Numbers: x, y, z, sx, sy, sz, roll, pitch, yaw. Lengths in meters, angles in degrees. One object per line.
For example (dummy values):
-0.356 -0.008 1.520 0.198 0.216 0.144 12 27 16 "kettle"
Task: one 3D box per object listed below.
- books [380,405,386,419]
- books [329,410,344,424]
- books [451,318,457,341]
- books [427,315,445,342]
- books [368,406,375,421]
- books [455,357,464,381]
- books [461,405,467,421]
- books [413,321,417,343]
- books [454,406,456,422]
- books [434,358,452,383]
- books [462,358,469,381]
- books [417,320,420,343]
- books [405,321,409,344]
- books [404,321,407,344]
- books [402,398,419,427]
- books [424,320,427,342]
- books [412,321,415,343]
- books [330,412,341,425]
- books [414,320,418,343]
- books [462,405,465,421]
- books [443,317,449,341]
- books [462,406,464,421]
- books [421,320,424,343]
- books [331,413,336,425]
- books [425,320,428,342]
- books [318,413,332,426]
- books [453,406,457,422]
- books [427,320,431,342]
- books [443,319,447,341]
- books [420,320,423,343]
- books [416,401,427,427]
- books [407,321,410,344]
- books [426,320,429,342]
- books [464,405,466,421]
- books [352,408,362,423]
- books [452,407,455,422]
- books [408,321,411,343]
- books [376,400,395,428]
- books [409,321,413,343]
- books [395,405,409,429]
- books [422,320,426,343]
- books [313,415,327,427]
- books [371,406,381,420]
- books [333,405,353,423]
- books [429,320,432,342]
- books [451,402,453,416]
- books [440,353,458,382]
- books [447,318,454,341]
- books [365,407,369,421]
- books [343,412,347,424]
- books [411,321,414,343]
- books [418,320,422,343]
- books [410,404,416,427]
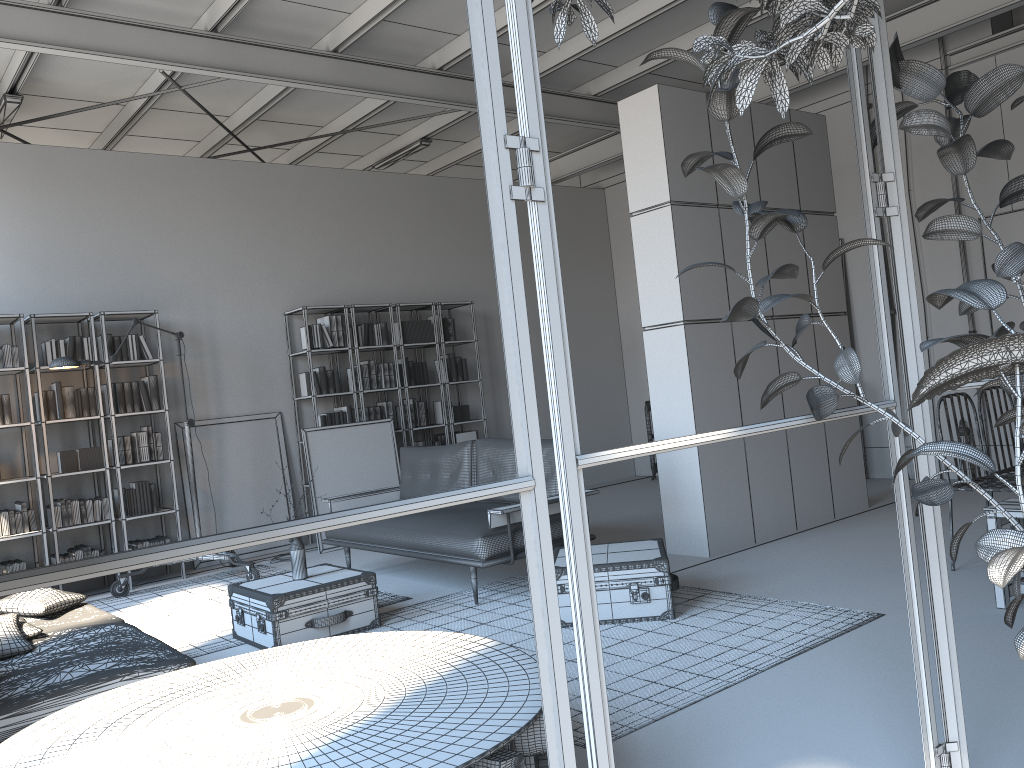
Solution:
-1.345 0.353 8.970 0.084 0.267 0.193 -6 -1 -39 "books"
-1.699 0.389 8.626 0.189 0.258 0.027 -7 -1 42 "books"
-0.665 -0.569 9.461 0.029 0.243 0.168 -6 -1 -43 "books"
-0.810 -0.577 9.368 0.048 0.299 0.243 -6 -1 -38 "books"
-1.446 0.362 8.878 0.062 0.265 0.193 -6 -1 -38 "books"
-0.612 -0.150 9.472 0.091 0.266 0.195 -6 -1 -38 "books"
-0.533 0.317 9.526 0.012 0.177 0.134 -6 -1 -38 "books"
-1.045 -0.524 9.110 0.016 0.240 0.182 -6 -1 -38 "books"
-0.642 0.329 9.441 0.012 0.177 0.134 -6 -1 -38 "books"
-0.727 -0.137 9.353 0.084 0.268 0.195 -6 -1 -37 "books"
-0.545 -0.146 9.520 0.057 0.244 0.180 -6 -1 -38 "books"
-1.008 -0.528 9.139 0.016 0.240 0.182 -6 -1 -38 "books"
-1.118 -0.517 9.051 0.016 0.240 0.182 -6 -1 -38 "books"
-1.131 -0.516 9.042 0.016 0.240 0.182 -6 -1 -38 "books"
-1.058 0.302 9.217 0.038 0.303 0.222 -6 -1 -38 "books"
-0.947 -0.534 9.188 0.016 0.240 0.182 -6 -1 -38 "books"
-1.057 -0.523 9.100 0.016 0.240 0.182 -6 -1 -38 "books"
-1.729 0.397 8.600 0.180 0.248 0.054 -7 -1 42 "books"
-1.033 -0.526 9.119 0.016 0.240 0.182 -6 -1 -38 "books"
-0.551 0.319 9.512 0.012 0.177 0.134 -6 -1 -38 "books"
-0.742 -0.567 9.416 0.027 0.258 0.189 -6 -1 -38 "books"
-0.560 0.320 9.505 0.012 0.177 0.134 -6 -1 -38 "books"
-0.971 -0.532 9.168 0.016 0.240 0.182 -6 -1 -38 "books"
-1.766 0.403 8.568 0.168 0.243 0.029 -7 -1 37 "books"
-0.935 -0.536 9.197 0.016 0.240 0.182 -6 -1 -38 "books"
-1.794 0.404 8.537 0.170 0.245 0.043 -7 -1 42 "books"
-0.633 0.328 9.448 0.012 0.177 0.134 -6 -1 -38 "books"
-0.910 -0.538 9.217 0.016 0.240 0.182 -6 -1 -38 "books"
-0.765 -0.556 9.397 0.030 0.241 0.194 -6 -1 -41 "books"
-0.984 -0.531 9.158 0.016 0.240 0.182 -6 -1 -38 "books"
-0.985 0.315 9.228 0.091 0.265 0.193 -6 -1 -38 "books"
-1.106 -0.518 9.061 0.016 0.240 0.182 -6 -1 -38 "books"
-0.922 -0.537 9.207 0.016 0.240 0.182 -6 -1 -38 "books"
-0.542 0.318 9.519 0.012 0.177 0.134 -6 -1 -38 "books"
-1.540 0.372 8.790 0.062 0.265 0.193 -6 -1 -38 "books"
-0.651 0.329 9.433 0.012 0.177 0.134 -6 -1 -38 "books"
-1.094 -0.519 9.071 0.016 0.240 0.182 -6 -1 -38 "books"
-1.288 0.326 9.016 0.071 0.303 0.222 -6 -1 -38 "books"
-1.082 -0.521 9.081 0.016 0.240 0.182 -6 -1 -38 "books"
-1.125 0.341 9.120 0.057 0.244 0.178 -6 -1 -38 "books"
-0.959 -0.533 9.178 0.016 0.240 0.182 -6 -1 -38 "books"
-1.832 0.416 8.499 0.053 0.229 0.162 -6 -1 -41 "books"
-1.388 0.356 8.909 0.062 0.265 0.193 -6 -1 -38 "books"
-1.644 0.367 8.686 0.243 0.299 0.048 -7 -1 42 "books"
-0.898 -0.540 9.226 0.016 0.240 0.182 -6 -1 -38 "books"
-0.685 0.306 9.455 0.015 0.232 0.176 -6 -1 -38 "books"
-0.672 -0.165 9.400 0.071 0.304 0.224 -6 -1 -38 "books"
-0.707 -0.566 9.437 0.054 0.248 0.180 -6 -1 -38 "books"
-1.494 0.367 8.835 0.062 0.265 0.193 -6 -1 -38 "books"
-1.677 0.396 8.649 0.194 0.241 0.030 -7 -1 39 "books"
-1.069 -0.522 9.090 0.016 0.240 0.182 -6 -1 -38 "books"
-0.996 -0.529 9.149 0.016 0.240 0.182 -6 -1 -38 "books"
-1.072 0.335 9.148 0.057 0.244 0.178 -6 -1 -38 "books"
